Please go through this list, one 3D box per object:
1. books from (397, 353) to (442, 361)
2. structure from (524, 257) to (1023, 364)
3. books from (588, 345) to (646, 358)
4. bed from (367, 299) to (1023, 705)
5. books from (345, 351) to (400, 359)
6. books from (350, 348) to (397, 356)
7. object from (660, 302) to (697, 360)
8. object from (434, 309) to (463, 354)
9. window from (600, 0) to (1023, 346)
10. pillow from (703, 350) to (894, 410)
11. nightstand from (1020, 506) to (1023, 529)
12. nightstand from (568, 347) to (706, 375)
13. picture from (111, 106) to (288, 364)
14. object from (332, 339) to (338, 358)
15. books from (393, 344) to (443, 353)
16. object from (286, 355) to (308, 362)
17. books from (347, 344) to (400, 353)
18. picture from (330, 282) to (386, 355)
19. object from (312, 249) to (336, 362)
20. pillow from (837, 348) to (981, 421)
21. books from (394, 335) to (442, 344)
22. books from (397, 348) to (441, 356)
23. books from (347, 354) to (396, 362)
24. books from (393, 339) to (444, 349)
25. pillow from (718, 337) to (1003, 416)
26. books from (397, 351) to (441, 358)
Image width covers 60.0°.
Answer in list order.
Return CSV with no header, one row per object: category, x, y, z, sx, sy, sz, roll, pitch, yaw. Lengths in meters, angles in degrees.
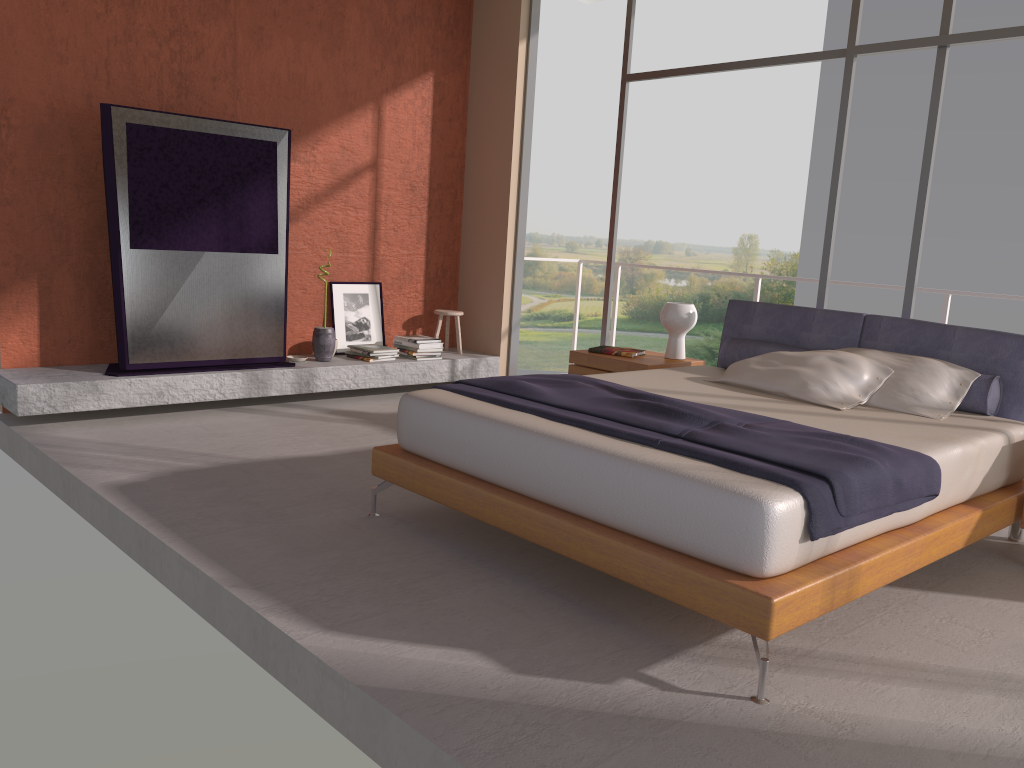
books,-0.735,-0.219,6.929,0.247,0.018,0.328,-5,12,-41
structure,2.882,0.053,4.807,0.728,1.005,7.689,-5,13,-42
books,0.656,-0.204,5.530,0.287,0.025,0.247,9,11,27
bed,0.954,0.180,3.934,2.462,0.959,2.017,-5,13,-42
books,-1.052,-0.226,6.682,0.328,0.018,0.247,9,11,31
books,-1.039,-0.245,6.670,0.247,0.025,0.287,-4,12,-40
object,1.012,-0.325,5.427,0.224,0.338,0.224,-2,11,-31
object,-0.516,-0.426,7.281,0.260,0.349,0.257,6,10,16
window,2.779,-0.858,4.236,0.075,3.133,6.106,-5,13,-42
pillow,1.393,-0.049,4.392,0.431,0.264,0.869,-3,11,-35
nightstand,2.537,0.525,3.634,0.562,0.556,0.628,-5,13,-42
nightstand,0.760,0.097,5.539,0.562,0.556,0.628,-5,13,-42
picture,-1.923,-0.901,5.600,1.129,1.496,0.126,-5,13,-42
object,-1.390,-0.267,6.601,0.179,0.137,0.180,-2,11,-30
books,-0.731,-0.285,6.918,0.247,0.027,0.328,-5,12,-41
object,-1.534,-0.173,6.329,0.152,0.040,0.152,2,9,-8
books,-1.042,-0.267,6.669,0.328,0.018,0.247,13,13,43
picture,-1.190,-0.512,6.874,0.458,0.550,0.117,-5,13,-42
object,-1.339,-0.563,6.346,0.165,0.810,0.165,0,10,-19
pillow,1.771,-0.012,4.256,0.400,0.265,0.791,-4,12,-40
books,-0.731,-0.349,6.912,0.247,0.025,0.287,-5,13,-43
books,-0.723,-0.254,6.907,0.247,0.025,0.287,-2,11,-32
books,-1.058,-0.201,6.671,0.287,0.025,0.247,12,13,43
books,-0.729,-0.317,6.913,0.319,0.038,0.247,13,13,44
pillow,1.735,-0.060,4.590,0.205,0.201,1.470,-5,13,-42
books,-0.738,-0.238,6.931,0.247,0.018,0.287,-5,13,-43
